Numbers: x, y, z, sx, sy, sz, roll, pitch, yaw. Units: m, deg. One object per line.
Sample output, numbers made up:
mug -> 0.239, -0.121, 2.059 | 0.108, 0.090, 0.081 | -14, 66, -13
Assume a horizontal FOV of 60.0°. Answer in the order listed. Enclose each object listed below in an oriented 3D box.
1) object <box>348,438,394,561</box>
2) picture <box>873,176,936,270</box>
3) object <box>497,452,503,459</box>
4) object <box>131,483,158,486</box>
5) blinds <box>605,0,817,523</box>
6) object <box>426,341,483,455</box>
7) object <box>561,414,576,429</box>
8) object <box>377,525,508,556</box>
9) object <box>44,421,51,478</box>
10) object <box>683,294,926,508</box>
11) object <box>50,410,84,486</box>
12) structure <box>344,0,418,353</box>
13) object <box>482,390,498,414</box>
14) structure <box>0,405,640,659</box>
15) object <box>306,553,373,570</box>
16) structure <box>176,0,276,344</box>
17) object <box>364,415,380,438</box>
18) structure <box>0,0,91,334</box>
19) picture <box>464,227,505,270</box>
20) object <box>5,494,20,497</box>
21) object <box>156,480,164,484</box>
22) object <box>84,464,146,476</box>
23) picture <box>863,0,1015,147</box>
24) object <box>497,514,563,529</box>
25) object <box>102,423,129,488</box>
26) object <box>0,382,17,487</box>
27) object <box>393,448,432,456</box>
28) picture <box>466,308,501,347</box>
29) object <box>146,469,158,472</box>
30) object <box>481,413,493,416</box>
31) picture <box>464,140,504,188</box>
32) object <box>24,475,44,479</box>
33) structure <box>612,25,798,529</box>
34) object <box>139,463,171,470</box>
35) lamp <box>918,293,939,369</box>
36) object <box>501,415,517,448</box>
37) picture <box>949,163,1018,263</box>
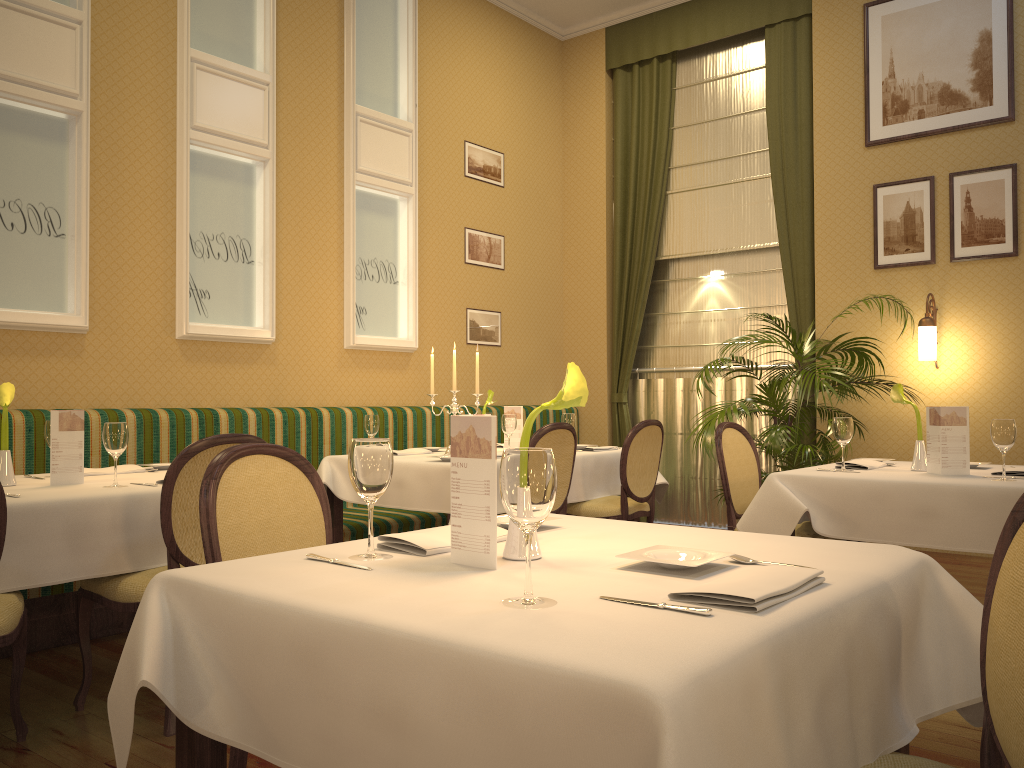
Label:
object -> -0.272, 0.220, 1.712 | 0.088, 0.229, 0.088 | 0, -1, -9
picture -> 2.794, -1.145, 6.328 | 0.412, 0.619, 0.022 | -1, -1, 39
object -> -0.118, 0.382, 4.738 | 0.142, 0.033, 0.273 | -1, -1, 39
object -> -1.348, 0.364, 3.238 | 0.185, 0.010, 0.017 | -1, -1, 39
blinds -> 1.613, -1.070, 7.365 | 1.934, 4.537, 0.225 | -1, -1, 38
object -> -0.329, 0.079, 5.072 | 0.390, 0.655, 0.131 | -1, -2, 45
object -> 0.333, 0.289, 5.225 | 0.088, 0.229, 0.088 | 0, -1, -3
object -> -0.134, 0.323, 1.862 | 0.142, 0.033, 0.273 | -1, -1, 39
object -> -1.859, 0.264, 3.615 | 0.088, 0.229, 0.088 | 0, -1, -9
object -> 2.014, 0.279, 6.143 | 1.496, 1.807, 1.552 | -1, -1, 20
object -> -1.636, 0.235, 3.305 | 0.081, 0.277, 0.166 | 0, -1, 0
structure -> -0.974, -1.733, 6.458 | 0.200, 2.985, 0.670 | -1, -1, 39
object -> -0.153, 0.221, 5.352 | 0.076, 0.375, 0.163 | -1, -1, 26
structure -> -3.780, 0.603, 2.264 | 0.850, 1.031, 14.516 | -1, -1, 39
object -> -0.318, 0.328, 1.639 | 0.185, 0.010, 0.017 | -1, -2, 40
structure -> -1.772, -1.750, 5.470 | 0.200, 2.985, 0.661 | -1, -1, 39
object -> -0.783, 0.287, 4.955 | 0.088, 0.229, 0.088 | 0, -1, -3
structure -> -2.523, -1.767, 4.540 | 0.200, 2.985, 0.687 | -1, -1, 39
picture -> -0.223, -1.116, 7.346 | 0.008, 0.294, 0.504 | -1, -1, 39
object -> -1.641, 0.357, 2.875 | 0.185, 0.010, 0.017 | -1, -1, 39
object -> -1.177, 0.361, 3.343 | 0.142, 0.024, 0.273 | -1, -1, 39
object -> -1.721, 0.367, 3.766 | 0.142, 0.033, 0.273 | -1, -1, 39
picture -> 2.963, -2.273, 6.207 | 0.966, 1.057, 0.027 | -1, -1, 39
object -> 0.011, 0.330, 2.091 | 0.160, 0.024, 0.160 | -1, -1, 39
object -> -1.420, 0.254, 3.178 | 0.088, 0.229, 0.088 | 0, -1, -3
object -> -1.819, 0.182, 3.184 | 0.076, 0.375, 0.163 | 0, -1, -29
object -> -0.606, 0.390, 5.088 | 0.142, 0.033, 0.273 | -1, -1, 39
picture -> -0.229, -0.465, 7.322 | 0.008, 0.294, 0.437 | -1, -1, 39
object -> -1.604, 0.376, 3.886 | 0.181, 0.015, 0.038 | -1, -2, 40
object -> -0.163, 0.301, 5.715 | 0.088, 0.229, 0.088 | 0, -1, -3
picture -> -0.225, -1.821, 7.360 | 0.008, 0.294, 0.504 | -1, -1, 39
object -> -1.905, 0.372, 3.543 | 0.185, 0.010, 0.017 | -1, -2, 40
structure -> 1.683, -1.056, 7.455 | 1.942, 4.511, 0.123 | -1, -1, 39
object -> -1.575, 0.374, 3.994 | 0.160, 0.024, 0.160 | -1, -1, 39
lamp -> 2.849, -0.365, 6.072 | 0.114, 0.513, 0.323 | -1, -1, 28
object -> -0.017, 0.284, 4.901 | 0.088, 0.229, 0.088 | 0, -1, -3
picture -> 3.190, -1.153, 6.008 | 0.412, 0.619, 0.022 | -1, -1, 39
